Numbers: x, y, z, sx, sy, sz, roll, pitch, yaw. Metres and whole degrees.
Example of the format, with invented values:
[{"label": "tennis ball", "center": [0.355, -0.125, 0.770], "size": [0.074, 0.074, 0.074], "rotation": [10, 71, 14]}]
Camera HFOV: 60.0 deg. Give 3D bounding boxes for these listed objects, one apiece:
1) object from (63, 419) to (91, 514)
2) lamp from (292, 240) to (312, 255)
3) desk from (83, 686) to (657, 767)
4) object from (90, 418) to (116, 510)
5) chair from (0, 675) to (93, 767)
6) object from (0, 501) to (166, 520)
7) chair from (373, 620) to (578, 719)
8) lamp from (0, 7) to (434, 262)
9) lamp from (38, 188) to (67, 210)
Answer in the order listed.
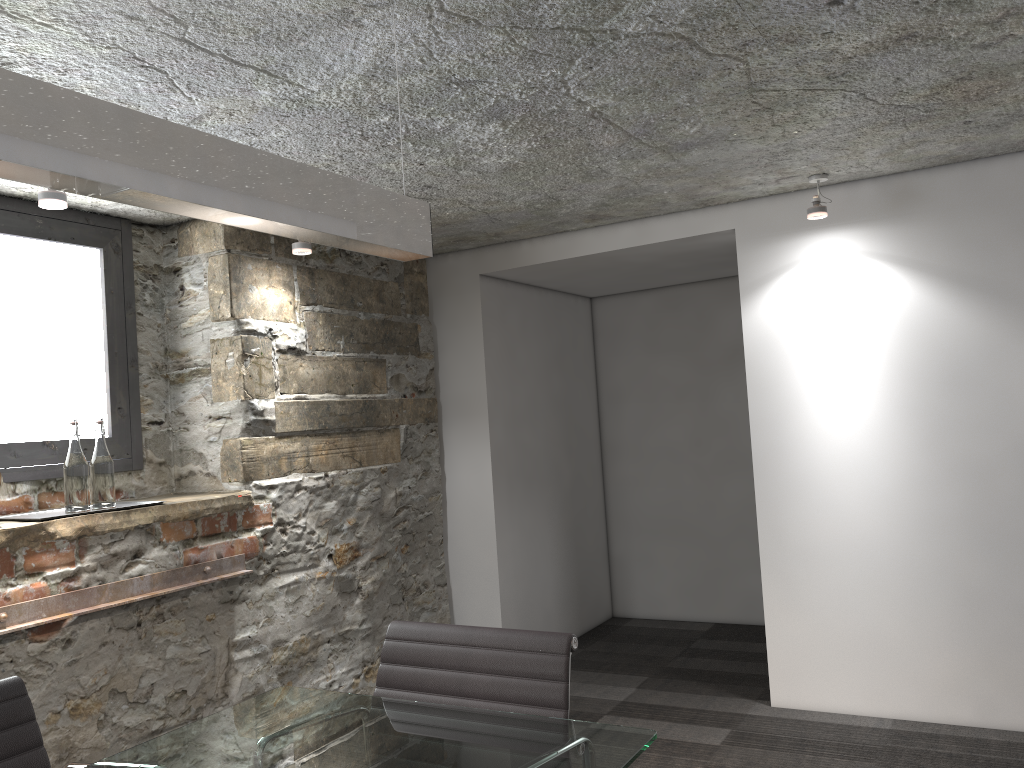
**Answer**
[{"label": "object", "center": [-1.396, 0.262, 2.838], "size": [0.073, 0.300, 0.073], "rotation": [-4, -2, -2]}, {"label": "lamp", "center": [-0.821, -0.596, 3.496], "size": [0.098, 0.165, 0.077], "rotation": [-3, -2, -28]}, {"label": "desk", "center": [-0.875, 1.007, 0.422], "size": [0.909, 0.711, 3.154], "rotation": [-5, -3, 29]}, {"label": "object", "center": [-1.350, 0.263, 2.919], "size": [0.073, 0.300, 0.073], "rotation": [-4, -2, -2]}, {"label": "chair", "center": [-0.843, 0.979, 1.426], "size": [0.667, 0.837, 0.693], "rotation": [-5, -2, 21]}, {"label": "object", "center": [-1.422, 0.413, 2.900], "size": [0.310, 0.007, 0.457], "rotation": [-5, -3, 29]}, {"label": "chair", "center": [-0.187, 0.946, 1.684], "size": [0.693, 0.837, 0.667], "rotation": [-5, -2, 21]}, {"label": "lamp", "center": [-0.980, -0.524, 0.482], "size": [0.073, 0.524, 3.159], "rotation": [-5, -3, 29]}, {"label": "lamp", "center": [-1.329, -0.598, 2.585], "size": [0.098, 0.165, 0.077], "rotation": [-3, -2, -28]}]
